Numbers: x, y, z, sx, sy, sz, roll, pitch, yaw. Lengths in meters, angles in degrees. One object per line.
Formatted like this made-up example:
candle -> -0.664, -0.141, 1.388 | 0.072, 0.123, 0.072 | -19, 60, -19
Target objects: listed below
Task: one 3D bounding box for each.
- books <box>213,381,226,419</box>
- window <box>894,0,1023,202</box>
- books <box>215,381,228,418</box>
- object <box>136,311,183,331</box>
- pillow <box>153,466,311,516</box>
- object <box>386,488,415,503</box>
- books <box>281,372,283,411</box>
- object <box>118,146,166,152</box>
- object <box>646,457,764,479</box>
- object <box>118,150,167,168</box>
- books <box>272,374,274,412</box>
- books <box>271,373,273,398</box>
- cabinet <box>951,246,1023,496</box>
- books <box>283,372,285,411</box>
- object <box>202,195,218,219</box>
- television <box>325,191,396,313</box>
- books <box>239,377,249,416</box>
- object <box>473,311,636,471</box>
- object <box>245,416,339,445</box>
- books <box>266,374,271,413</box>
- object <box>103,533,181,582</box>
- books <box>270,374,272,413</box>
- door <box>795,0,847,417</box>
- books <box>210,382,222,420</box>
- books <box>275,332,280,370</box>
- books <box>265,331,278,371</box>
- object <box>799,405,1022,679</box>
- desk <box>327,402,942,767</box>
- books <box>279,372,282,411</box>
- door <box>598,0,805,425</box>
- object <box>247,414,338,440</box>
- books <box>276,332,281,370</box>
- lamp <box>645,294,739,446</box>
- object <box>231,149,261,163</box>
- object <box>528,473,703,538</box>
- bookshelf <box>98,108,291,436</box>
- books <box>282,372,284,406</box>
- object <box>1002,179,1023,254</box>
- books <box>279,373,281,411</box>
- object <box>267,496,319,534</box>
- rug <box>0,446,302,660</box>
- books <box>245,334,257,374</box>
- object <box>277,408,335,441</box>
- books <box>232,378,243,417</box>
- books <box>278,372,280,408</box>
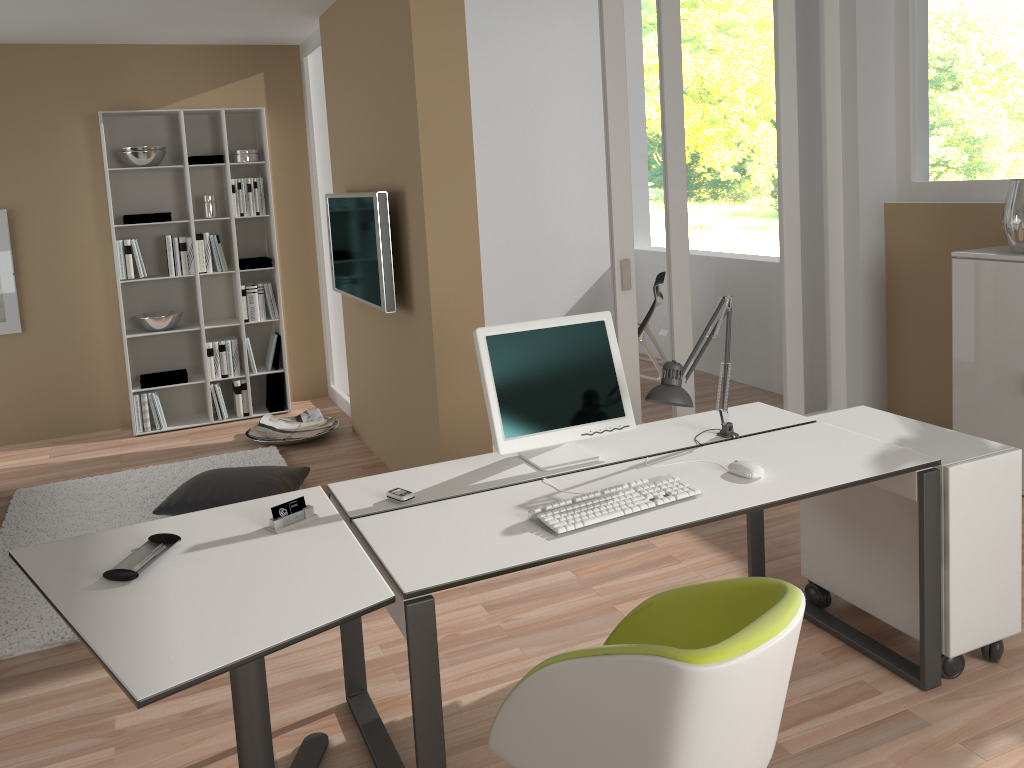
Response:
books -> -2.056, 0.104, 6.174 | 0.058, 0.254, 0.210 | -6, 9, -22
window -> 2.895, -1.577, 3.307 | 0.045, 1.766, 3.686 | -6, 12, -22
books -> -2.047, 0.097, 6.196 | 0.058, 0.254, 0.210 | -6, 9, -22
object -> -2.408, -0.425, 6.028 | 0.299, 0.105, 0.304 | 4, 15, 31
pillow -> -1.367, 0.526, 4.356 | 0.608, 0.206, 0.593 | -3, 12, 2
object -> -0.310, 0.310, 2.447 | 0.048, 0.021, 0.084 | -15, 17, -42
books -> -1.671, 0.041, 6.347 | 0.032, 0.265, 0.213 | -6, 9, -22
object -> -2.475, -1.531, 5.905 | 0.299, 0.105, 0.304 | 4, 15, 31
object -> 0.548, 0.252, 2.568 | 0.142, 0.078, 0.373 | -14, 17, -43
object -> -2.473, -1.504, 5.908 | 0.299, 0.105, 0.304 | 4, 15, 31
books -> -1.733, 0.048, 6.323 | 0.032, 0.267, 0.216 | -6, 9, -22
books -> -1.738, 0.049, 6.321 | 0.032, 0.267, 0.216 | -6, 9, -22
cabinet -> 2.579, 0.022, 3.622 | 0.419, 1.066, 1.544 | -6, 11, -22
books -> -1.661, 0.039, 6.351 | 0.032, 0.265, 0.213 | -6, 9, -22
object -> -2.076, -1.218, 6.049 | 0.093, 0.159, 0.095 | -5, 8, -9
television -> -0.829, -0.733, 4.704 | 0.054, 0.569, 1.191 | -6, 12, -22
books -> -1.906, 0.079, 6.242 | 0.040, 0.255, 0.210 | -6, 9, -22
object -> 0.133, 0.017, 2.720 | 0.469, 0.425, 0.199 | -8, 9, -23
object -> -1.404, 0.311, 5.640 | 0.588, 0.062, 0.593 | 8, 17, 41
books -> -1.746, 0.053, 6.314 | 0.032, 0.265, 0.213 | -6, 9, -22
object -> -0.894, 0.418, 2.136 | 0.089, 0.030, 0.220 | -2, 13, 7
books -> -1.741, 0.052, 6.315 | 0.032, 0.265, 0.214 | -6, 9, -22
door -> 1.352, -0.960, 4.837 | 1.194, 2.609, 0.045 | -7, 7, -23
books -> -2.082, 0.106, 6.168 | 0.060, 0.256, 0.210 | -6, 9, -22
books -> -1.700, -0.240, 6.344 | 0.043, 0.239, 0.222 | -6, 10, -22
books -> -1.733, -0.238, 6.332 | 0.085, 0.242, 0.210 | -6, 10, -22
object -> 1.275, 0.489, 2.882 | 0.310, 0.665, 0.630 | -7, 10, -23
desk -> 0.358, 0.594, 2.613 | 1.609, 0.676, 0.815 | -9, 12, -23
books -> -1.681, 0.041, 6.341 | 0.032, 0.268, 0.219 | -6, 9, -22
door -> 1.042, -0.896, 4.643 | 1.194, 2.609, 0.060 | -7, 7, -23
object -> -1.407, 0.279, 5.651 | 0.498, 0.095, 0.350 | -2, 13, 7
books -> -1.693, -0.239, 6.347 | 0.043, 0.234, 0.213 | -6, 10, -22
lamp -> 0.556, 0.023, 2.694 | 0.140, 0.521, 0.548 | 1, 11, 32
object -> -1.859, -1.590, 6.154 | 0.191, 0.088, 0.196 | 1, 13, 19
object -> 0.219, 0.308, 2.412 | 0.459, 0.078, 0.392 | -10, 15, -27
bookshelf -> -2.177, -0.807, 6.107 | 1.044, 2.111, 0.336 | -7, 7, -23
books -> -1.666, 0.038, 6.349 | 0.032, 0.270, 0.222 | -6, 9, -22
object -> 2.481, -0.955, 3.663 | 0.266, 0.832, 0.868 | -7, 10, -25
books -> -1.688, 0.041, 6.343 | 0.032, 0.267, 0.216 | -6, 9, -22
object -> -0.579, 0.343, 2.324 | 0.049, 0.055, 0.132 | 5, 15, 41
rug -> -1.687, 0.685, 4.186 | 1.457, 0.044, 2.054 | -9, 14, -22
books -> -1.860, -0.214, 6.241 | 0.060, 0.256, 0.210 | -6, 9, -22
object -> -1.367, 0.281, 5.685 | 0.344, 0.095, 0.506 | -9, 14, -22
books -> -1.941, 0.086, 6.222 | 0.040, 0.255, 0.210 | -6, 9, -22
books -> -1.693, 0.041, 6.341 | 0.032, 0.267, 0.216 | -6, 9, -22
